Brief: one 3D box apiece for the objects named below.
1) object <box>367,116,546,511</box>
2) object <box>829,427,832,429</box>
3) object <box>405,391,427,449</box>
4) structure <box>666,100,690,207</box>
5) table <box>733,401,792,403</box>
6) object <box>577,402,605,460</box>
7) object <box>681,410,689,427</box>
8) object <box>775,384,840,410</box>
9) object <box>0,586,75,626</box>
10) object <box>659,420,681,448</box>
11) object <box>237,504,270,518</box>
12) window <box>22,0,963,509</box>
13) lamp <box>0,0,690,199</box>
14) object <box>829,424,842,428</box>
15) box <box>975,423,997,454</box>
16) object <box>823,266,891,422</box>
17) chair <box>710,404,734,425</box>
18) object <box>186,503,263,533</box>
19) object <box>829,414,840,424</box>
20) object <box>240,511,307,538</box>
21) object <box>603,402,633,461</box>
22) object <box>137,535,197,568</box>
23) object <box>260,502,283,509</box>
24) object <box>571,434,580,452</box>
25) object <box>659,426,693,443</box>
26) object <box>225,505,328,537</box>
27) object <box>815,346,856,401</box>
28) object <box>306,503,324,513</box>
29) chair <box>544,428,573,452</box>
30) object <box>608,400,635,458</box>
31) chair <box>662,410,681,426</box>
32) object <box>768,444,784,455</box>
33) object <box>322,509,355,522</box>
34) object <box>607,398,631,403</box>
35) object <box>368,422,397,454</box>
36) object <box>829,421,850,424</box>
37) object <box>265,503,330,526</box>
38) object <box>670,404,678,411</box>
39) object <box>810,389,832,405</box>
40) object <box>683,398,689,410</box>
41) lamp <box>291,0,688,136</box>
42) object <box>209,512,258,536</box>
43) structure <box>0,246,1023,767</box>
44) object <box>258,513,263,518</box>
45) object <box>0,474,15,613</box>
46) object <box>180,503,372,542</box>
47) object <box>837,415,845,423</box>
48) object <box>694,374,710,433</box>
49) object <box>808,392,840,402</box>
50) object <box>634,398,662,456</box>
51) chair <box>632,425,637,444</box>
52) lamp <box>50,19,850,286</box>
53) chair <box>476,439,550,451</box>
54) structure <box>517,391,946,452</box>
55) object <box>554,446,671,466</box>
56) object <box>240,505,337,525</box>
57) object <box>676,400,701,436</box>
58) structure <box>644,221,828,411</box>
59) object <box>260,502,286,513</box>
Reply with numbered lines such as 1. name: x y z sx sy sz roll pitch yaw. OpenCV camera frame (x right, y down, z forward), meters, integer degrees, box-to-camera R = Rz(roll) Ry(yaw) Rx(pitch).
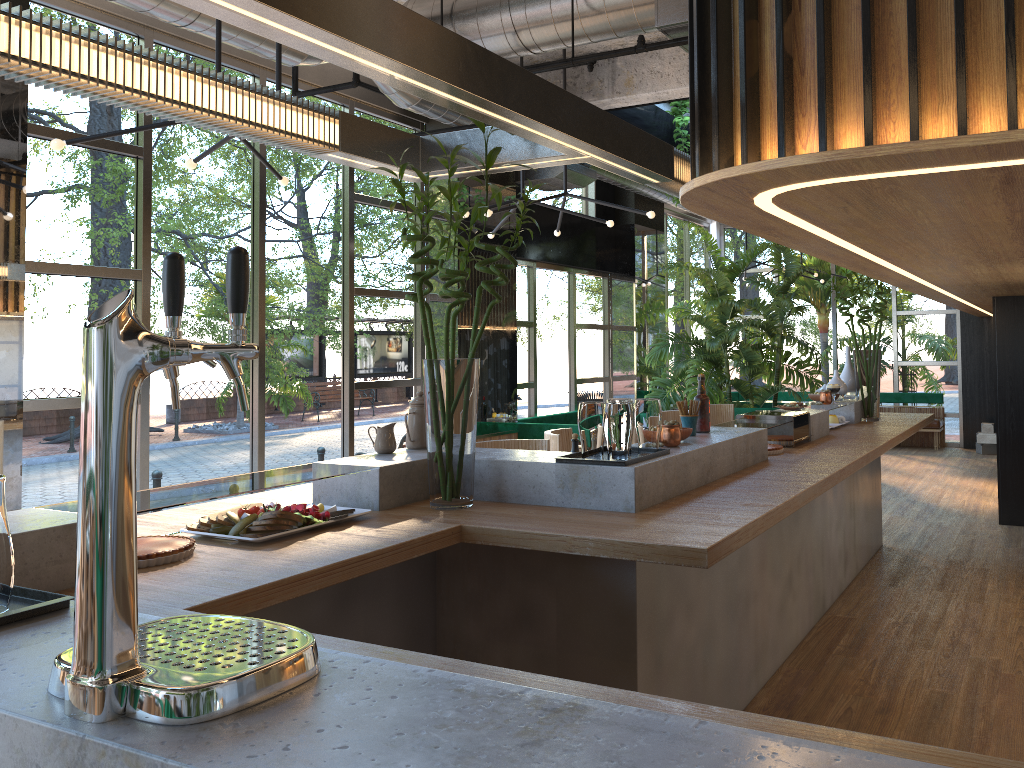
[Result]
1. object: -0.188 -0.345 3.157 0.643 1.551 0.610 -2 -2 35
2. object: 1.921 0.295 5.745 0.234 0.017 0.254 1 2 29
3. object: -0.376 0.146 3.651 0.118 0.234 0.214 -1 0 0
4. structure: 2.814 -2.924 10.611 1.473 1.518 2.080 -1 0 -30
5. table: 3.819 0.662 13.550 1.084 0.751 1.116 -1 1 10
6. object: 0.286 0.170 3.161 0.108 0.209 0.102 0 -1 -15
7. object: 0.900 0.248 4.530 0.078 0.232 0.071 0 -2 -27
8. object: 1.935 0.084 5.832 0.202 0.134 0.838 0 2 37
9. object: -0.938 0.347 1.369 0.420 0.019 0.284 1 2 29
10. object: 0.607 0.199 3.580 0.157 0.107 0.088 -1 0 -15
11. object: -0.794 0.396 2.743 0.099 0.065 0.071 -1 0 -12
12. window: -0.209 -1.876 5.985 3.980 6.500 21.169 -1 1 31
13. lamp: 2.037 -1.955 3.910 4.799 2.134 6.989 0 2 25
14. object: 2.074 0.284 5.976 0.234 0.017 0.254 1 3 31
15. box: 6.980 0.796 13.017 0.322 0.443 0.288 -1 -1 19
16. object: 2.567 -0.506 6.514 0.605 1.551 0.650 0 -2 -21
17. chair: 1.741 0.667 7.308 0.521 0.970 0.572 -2 -2 40
18. object: -0.849 0.419 2.746 0.186 0.065 0.276 0 2 18
19. object: 2.216 0.247 6.194 0.130 0.068 0.138 0 1 30
20. object: -0.708 0.413 2.651 0.128 0.074 0.206 0 2 30
21. object: 0.371 0.171 3.101 0.108 0.209 0.102 0 -1 -15
22. object: -1.014 0.451 2.394 0.312 0.037 0.286 -2 3 -34
23. object: -0.752 0.411 2.819 0.126 0.071 0.114 0 1 21
24. object: 0.290 0.302 3.537 0.171 0.215 0.067 0 -2 -35
25. object: 0.669 0.207 3.792 0.236 0.073 0.185 -2 2 -40
26. object: -0.708 0.415 2.803 0.290 0.061 0.427 0 2 7
27. object: 2.439 -0.080 6.589 0.323 0.398 0.313 0 -1 -11
28. object: -0.656 0.419 2.874 0.093 0.052 0.126 -1 2 -10
29. chair: 0.466 0.762 5.189 0.557 0.970 0.536 0 -1 -10
30. object: 0.395 0.166 3.230 0.109 0.209 0.101 0 -2 -25
31. chair: 1.302 0.699 6.588 0.544 0.970 0.550 -1 -1 5
32. object: 1.267 0.339 4.635 0.312 0.037 0.286 -2 2 -32
33. object: -0.567 0.422 2.858 0.114 0.035 0.178 0 2 11
34. object: 0.407 0.160 3.366 0.108 0.209 0.102 0 -1 -15
35. object: -0.501 0.211 3.480 0.095 0.119 0.091 -1 -1 39
36. object: 2.218 0.274 6.206 0.235 0.017 0.253 0 2 29
37. object: -0.668 0.410 2.785 0.174 0.081 0.140 0 1 23
38. object: 1.880 0.333 10.281 0.099 0.201 0.105 -1 -1 19
39. object: 2.104 0.088 6.042 0.157 0.107 0.088 -1 0 -15
40. object: 1.914 0.303 9.779 0.071 0.299 0.065 2 -3 -44
41. lamp: 2.510 -2.494 9.898 3.642 1.532 10.432 0 2 29
42. object: -0.821 0.421 2.644 0.145 0.066 0.101 0 1 27
43. structure: 2.299 0.572 3.498 5.613 1.731 7.412 0 2 30
44. object: -0.730 0.414 2.726 0.088 0.065 0.139 0 1 39
45. object: -0.831 0.249 1.373 0.103 0.209 0.107 -1 -1 15
46. object: -0.728 0.437 2.792 0.320 0.025 0.514 1 3 30
47. object: 2.283 0.248 6.254 0.069 0.057 0.138 -1 1 -42
48. object: 0.893 0.089 4.175 0.078 0.277 0.072 0 -2 -24
49. object: 2.253 0.089 6.398 0.236 0.073 0.185 -2 2 -40
50. object: 0.509 0.161 3.320 0.108 0.209 0.102 0 -1 -15
51. chair: 0.910 0.729 5.912 0.572 0.970 0.521 0 -2 -36
52. lamp: 1.035 -2.154 5.611 4.890 1.824 19.657 0 2 31
53. chair: 0.038 0.793 4.509 0.560 0.970 0.534 0 -1 -13
54. structure: 0.756 0.611 5.380 5.797 1.550 20.917 0 2 31
55. object: 0.375 0.261 3.243 0.262 0.019 0.455 1 3 31
56. object: -0.700 0.412 2.802 0.086 0.058 0.350 0 2 43
57. object: 0.799 0.153 4.026 0.107 0.162 0.104 0 -1 -25
58. structure: 3.078 -0.558 12.100 2.375 3.440 2.731 -1 -1 15
59. object: -0.743 0.396 2.714 0.068 0.062 0.088 -1 1 20
